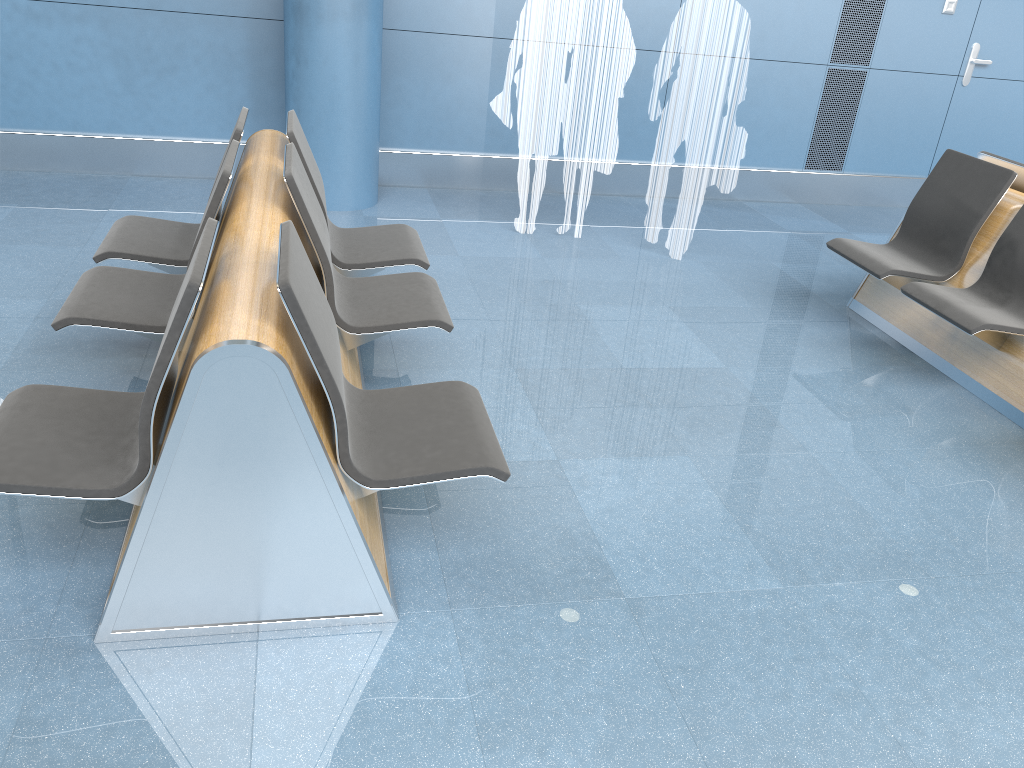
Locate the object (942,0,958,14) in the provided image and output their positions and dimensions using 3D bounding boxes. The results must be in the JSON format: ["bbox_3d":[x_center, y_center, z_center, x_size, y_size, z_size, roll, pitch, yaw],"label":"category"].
[{"bbox_3d":[3.251,-2.805,6.580,0.101,0.105,0.015,-1,27,-13],"label":"object"}]

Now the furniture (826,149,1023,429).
[{"bbox_3d":[2.483,-0.323,3.796,1.301,0.896,2.281,-1,27,-13],"label":"furniture"}]

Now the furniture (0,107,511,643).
[{"bbox_3d":[-0.847,-0.291,3.013,1.301,0.896,2.281,-1,27,-13],"label":"furniture"}]

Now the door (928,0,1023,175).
[{"bbox_3d":[4.028,-2.736,6.798,1.100,2.372,0.060,-1,27,-13],"label":"door"}]
